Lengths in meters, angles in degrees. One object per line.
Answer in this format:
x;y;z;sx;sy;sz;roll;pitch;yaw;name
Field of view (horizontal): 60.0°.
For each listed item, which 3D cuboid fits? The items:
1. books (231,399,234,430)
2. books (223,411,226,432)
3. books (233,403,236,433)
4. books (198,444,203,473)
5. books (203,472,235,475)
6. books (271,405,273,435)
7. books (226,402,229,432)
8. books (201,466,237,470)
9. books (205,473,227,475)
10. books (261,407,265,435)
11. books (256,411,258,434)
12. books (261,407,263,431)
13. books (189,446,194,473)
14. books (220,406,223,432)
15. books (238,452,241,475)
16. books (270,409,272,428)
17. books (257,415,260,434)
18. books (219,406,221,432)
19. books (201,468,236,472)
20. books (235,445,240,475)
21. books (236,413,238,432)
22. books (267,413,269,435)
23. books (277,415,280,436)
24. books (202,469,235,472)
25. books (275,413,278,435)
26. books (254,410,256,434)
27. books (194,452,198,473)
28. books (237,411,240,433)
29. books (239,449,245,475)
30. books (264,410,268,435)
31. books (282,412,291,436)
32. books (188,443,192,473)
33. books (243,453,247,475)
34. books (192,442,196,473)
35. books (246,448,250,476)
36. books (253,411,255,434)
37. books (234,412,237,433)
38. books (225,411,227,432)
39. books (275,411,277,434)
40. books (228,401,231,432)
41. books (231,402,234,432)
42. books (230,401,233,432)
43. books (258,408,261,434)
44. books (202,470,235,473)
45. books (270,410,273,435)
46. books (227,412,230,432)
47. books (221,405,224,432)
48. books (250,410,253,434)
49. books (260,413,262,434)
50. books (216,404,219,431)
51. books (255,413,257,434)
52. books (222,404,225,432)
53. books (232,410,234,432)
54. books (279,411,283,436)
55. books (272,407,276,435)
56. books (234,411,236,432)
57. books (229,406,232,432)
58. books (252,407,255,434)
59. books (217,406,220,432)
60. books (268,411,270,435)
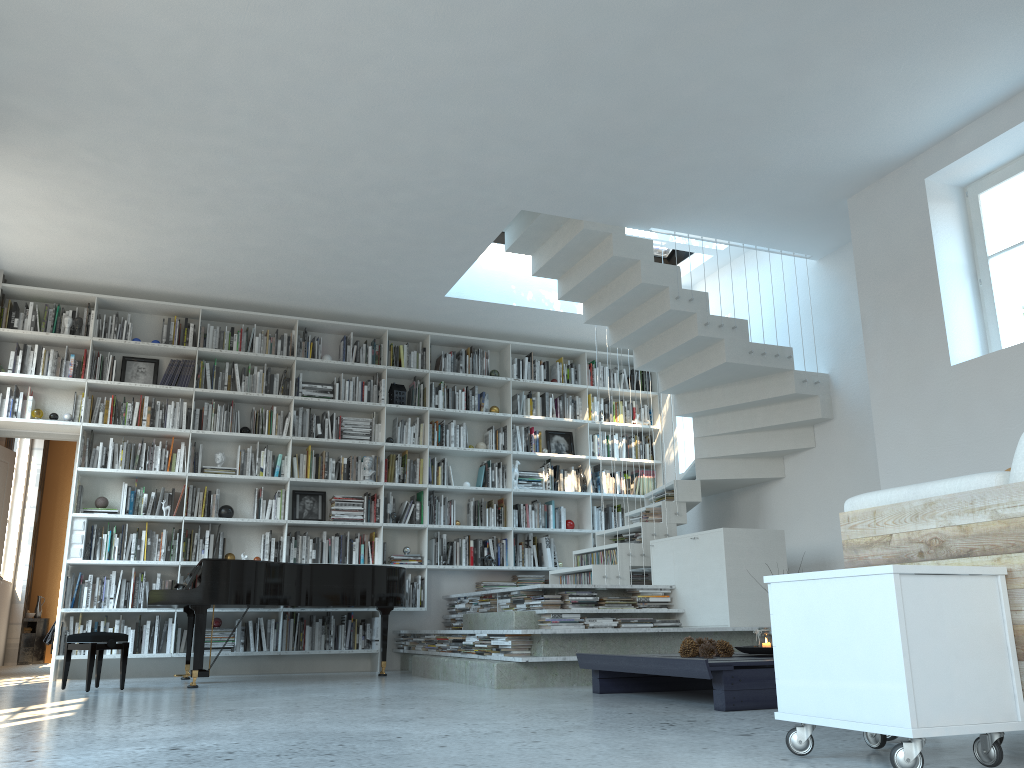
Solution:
-2.496;0.313;7.886;0.005;0.330;0.162;5;-16;-21;books
-2.544;0.361;7.829;0.011;0.208;0.181;5;-16;-21;books
-2.472;0.330;7.866;0.011;0.286;0.189;5;-16;-21;books
-2.711;0.672;7.698;0.021;0.277;0.137;5;-16;-21;books
-2.560;0.790;7.724;0.254;0.012;0.161;7;-17;-25;books
-2.173;0.353;7.998;0.006;0.303;0.166;5;-16;-21;books
-2.526;0.325;7.852;0.011;0.290;0.177;5;-16;-21;books
-2.560;0.743;7.736;0.285;0.012;0.160;7;-17;-25;books
-2.563;0.804;7.729;0.254;0.012;0.161;5;-17;-21;books
-2.244;0.358;7.983;0.033;0.286;0.155;5;-16;-21;books
-2.287;0.370;7.927;0.005;0.235;0.179;5;-16;-21;books
-2.257;0.360;7.965;0.005;0.274;0.157;5;-16;-21;books
-2.773;0.676;7.670;0.024;0.256;0.134;5;-16;-21;books
-2.579;0.340;7.839;0.011;0.255;0.152;5;-16;-21;books
-2.408;0.724;7.812;0.010;0.231;0.155;5;-16;-21;books
-2.185;0.372;7.992;0.004;0.264;0.142;5;-16;-21;books
-2.279;0.395;7.949;0.011;0.199;0.163;5;-16;-21;books
-2.589;0.336;7.837;0.010;0.261;0.170;5;-16;-21;books
-2.562;0.756;7.737;0.285;0.012;0.160;5;-16;-19;books
-2.414;0.694;7.803;0.012;0.284;0.160;5;-16;-21;books
-2.455;0.376;7.889;0.004;0.209;0.132;5;-16;-21;books
-2.212;0.387;7.991;0.011;0.235;0.131;5;-16;-21;books
-2.120;0.404;8.015;0.024;0.215;0.142;5;-16;-21;books
-2.561;0.767;7.732;0.254;0.012;0.161;6;-17;-24;books
-2.136;0.395;8.010;0.011;0.229;0.166;5;-16;-21;books
-2.308;0.369;7.929;0.005;0.239;0.174;5;-16;-21;books
-2.739;0.704;7.684;0.034;0.209;0.136;5;-16;-21;books
-2.437;0.365;7.891;0.031;0.231;0.148;5;-16;-21;books
-2.383;0.714;7.804;0.030;0.246;0.174;5;-16;-21;books
-2.210;0.373;7.955;0.013;0.243;0.189;5;-16;-21;books
-2.047;0.392;8.013;0.064;0.236;0.209;5;-16;-21;books
-2.792;0.662;7.672;0.012;0.284;0.160;5;-16;-21;books
-2.368;0.733;7.837;0.024;0.226;0.138;5;-16;-21;books
-2.764;0.662;7.697;0.011;0.297;0.136;5;-16;-21;books
-2.341;0.712;7.837;0.022;0.266;0.151;5;-16;-21;books
-2.321;0.375;7.949;0.005;0.238;0.146;5;-16;-21;books
-2.463;0.372;7.889;0.012;0.217;0.151;5;-16;-21;books
-2.543;0.360;7.858;0.011;0.226;0.130;5;-16;-21;books
-2.145;0.380;8.006;0.010;0.256;0.140;5;-16;-21;books
-2.513;0.315;7.875;0.004;0.320;0.153;5;-16;-21;books
-2.491;0.325;7.883;0.005;0.304;0.163;5;-16;-21;books
-2.502;0.320;7.884;0.005;0.315;0.157;5;-16;-21;books
-2.273;0.365;7.969;0.009;0.266;0.150;5;-16;-21;books
-2.559;0.777;7.725;0.254;0.012;0.161;7;-17;-26;books
-2.178;0.376;7.987;0.006;0.252;0.180;5;-16;-21;books
-2.524;0.368;7.870;0.012;0.216;0.133;5;-16;-21;books
-2.564;0.335;7.829;0.009;0.260;0.180;5;-16;-21;books
-2.335;0.365;7.941;0.005;0.253;0.161;5;-16;-21;books
-2.254;0.382;7.936;0.006;0.215;0.181;5;-16;-21;books
-2.599;0.327;7.806;0.009;0.262;0.190;5;-16;-21;books
-2.306;0.385;7.945;0.013;0.215;0.150;5;-16;-21;books
-2.557;0.328;7.840;0.011;0.278;0.169;5;-16;-21;books
-2.485;0.335;7.880;0.004;0.283;0.167;5;-16;-21;books
-2.095;0.383;8.020;0.022;0.256;0.155;5;-16;-21;books
-2.157;0.364;7.998;0.022;0.284;0.190;5;-16;-21;books
-2.475;0.364;7.894;0.009;0.236;0.135;5;-16;-21;books
-2.504;0.343;7.863;0.010;0.261;0.158;5;-16;-21;books
-2.330;0.357;7.954;0.012;0.275;0.129;5;-16;-21;books
-2.590;0.334;7.810;0.012;0.251;0.184;5;-16;-21;books
-2.195;0.377;7.987;0.017;0.252;0.140;5;-16;-21;books
